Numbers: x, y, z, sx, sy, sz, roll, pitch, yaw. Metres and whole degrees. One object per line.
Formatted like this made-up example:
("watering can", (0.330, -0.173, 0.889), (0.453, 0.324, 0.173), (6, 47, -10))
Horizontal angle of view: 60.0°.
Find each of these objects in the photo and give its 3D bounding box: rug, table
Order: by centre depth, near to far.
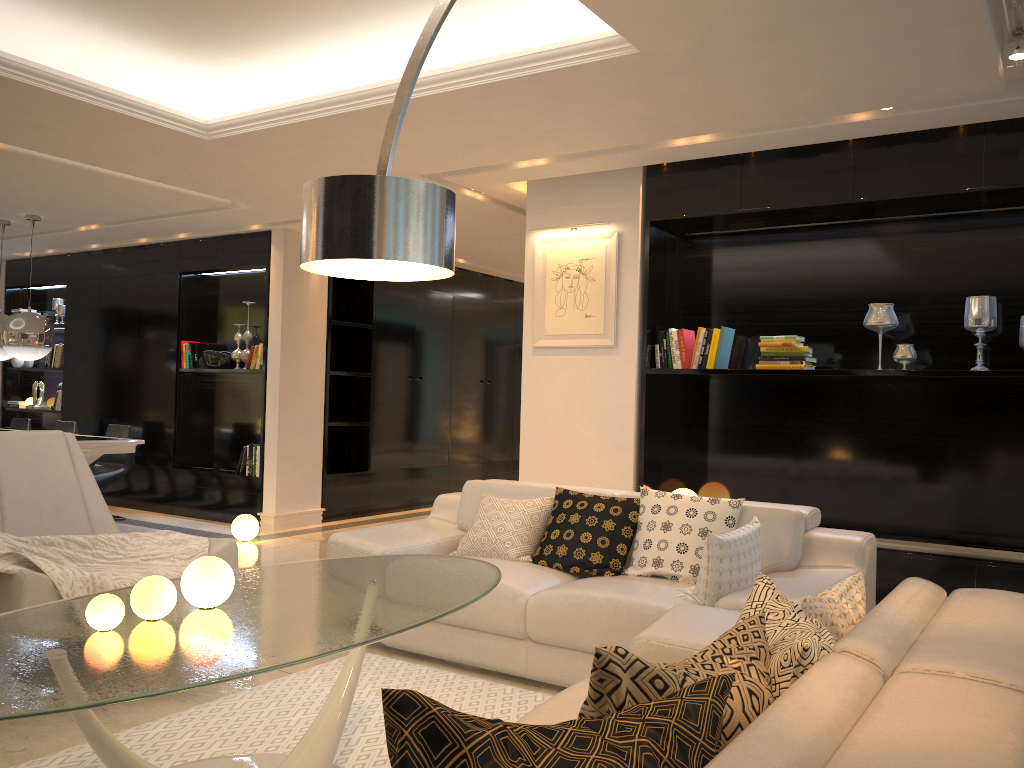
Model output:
("rug", (-0.787, 1.211, 2.485), (1.661, 0.020, 2.900), (1, -1, 32))
("table", (-0.757, 0.916, 2.506), (0.999, 0.565, 2.140), (1, -1, 32))
("table", (-4.712, 0.814, 7.766), (3.031, 0.759, 1.293), (1, -1, 33))

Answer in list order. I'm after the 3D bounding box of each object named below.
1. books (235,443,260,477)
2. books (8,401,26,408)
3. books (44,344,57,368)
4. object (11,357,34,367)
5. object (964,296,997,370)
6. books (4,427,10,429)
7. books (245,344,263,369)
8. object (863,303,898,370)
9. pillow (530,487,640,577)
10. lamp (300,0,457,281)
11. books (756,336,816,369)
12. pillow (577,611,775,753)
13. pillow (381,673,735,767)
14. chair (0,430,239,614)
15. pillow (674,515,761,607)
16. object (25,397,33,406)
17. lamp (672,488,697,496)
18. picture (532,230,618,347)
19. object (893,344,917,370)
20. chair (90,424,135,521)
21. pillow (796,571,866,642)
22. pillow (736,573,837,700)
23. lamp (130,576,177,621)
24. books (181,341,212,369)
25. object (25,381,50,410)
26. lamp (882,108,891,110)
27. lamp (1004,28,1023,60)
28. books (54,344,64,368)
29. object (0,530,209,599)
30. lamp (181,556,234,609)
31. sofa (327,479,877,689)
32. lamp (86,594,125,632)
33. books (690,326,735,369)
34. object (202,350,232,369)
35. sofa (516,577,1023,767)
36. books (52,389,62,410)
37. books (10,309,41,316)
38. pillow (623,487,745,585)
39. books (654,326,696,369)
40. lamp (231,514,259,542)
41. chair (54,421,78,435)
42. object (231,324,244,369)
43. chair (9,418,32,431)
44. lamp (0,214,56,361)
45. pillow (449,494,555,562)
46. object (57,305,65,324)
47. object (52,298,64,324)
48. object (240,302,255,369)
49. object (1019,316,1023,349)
("books", (-2.303, 0.674, 7.991), (0.345, 0.296, 0.222), (1, -1, 33))
("books", (-5.593, 0.238, 10.134), (0.266, 0.073, 0.209), (1, -1, 36))
("books", (-5.015, -0.303, 9.795), (0.245, 0.256, 0.207), (1, -1, 32))
("object", (-5.589, -0.382, 10.119), (0.180, 0.395, 0.210), (1, -1, 36))
("object", (2.542, -0.257, 4.814), (0.156, 0.426, 0.156), (1, -1, 38))
("books", (-5.662, 0.630, 10.162), (0.236, 0.270, 0.210), (1, -1, 32))
("books", (-2.245, -0.246, 8.001), (0.290, 0.238, 0.189), (1, -1, 31))
("object", (2.075, -0.258, 4.994), (0.181, 0.381, 0.181), (1, -1, 27))
("pillow", (0.341, 0.692, 4.198), (0.524, 0.355, 0.323), (1, -1, 33))
("lamp", (0.328, -0.025, 1.846), (2.009, 2.519, 0.393), (1, -1, 33))
("books", (1.615, -0.177, 5.219), (0.296, 0.197, 0.260), (1, -1, 35))
("pillow", (0.315, 0.645, 1.616), (0.301, 0.436, 0.575), (1, -1, 39))
("pillow", (0.077, 0.633, 1.291), (0.575, 0.436, 0.301), (2, -1, -26))
("chair", (-1.868, 0.711, 3.783), (0.983, 0.991, 1.027), (1, -1, 32))
("pillow", (0.855, 0.710, 3.615), (0.281, 0.325, 0.521), (1, -1, 42))
("object", (-5.423, 0.215, 10.005), (0.125, 0.125, 0.125), (2, -1, -18))
("lamp", (1.085, 0.768, 5.610), (0.212, 0.214, 0.213), (2, -1, -18))
("picture", (0.402, -0.602, 5.707), (0.610, 0.729, 0.027), (1, -1, 33))
("object", (2.176, -0.142, 4.912), (0.119, 0.154, 0.119), (1, -1, 42))
("chair", (-3.724, 0.795, 7.917), (0.523, 0.858, 0.496), (1, -1, 33))
("pillow", (0.739, 0.673, 2.195), (0.222, 0.380, 0.463), (1, -1, 37))
("pillow", (0.549, 0.660, 1.845), (0.288, 0.429, 0.587), (1, -1, 8))
("lamp", (-0.952, 0.568, 2.358), (0.115, 0.115, 0.115), (2, -1, -32))
("books", (-3.020, -0.274, 8.499), (0.236, 0.270, 0.210), (1, -1, 32))
("object", (-5.290, 0.127, 9.900), (0.177, 0.311, 0.177), (1, -1, 33))
("lamp", (1.813, -1.396, 4.295), (0.107, 0.127, 0.107), (1, -1, 14))
("lamp", (2.101, -1.411, 3.674), (0.107, 0.127, 0.107), (1, -1, 14))
("books", (-4.838, -0.303, 9.682), (0.252, 0.261, 0.212), (1, -1, 33))
("object", (-1.939, 0.903, 3.577), (1.347, 0.580, 0.972), (2, -1, -20))
("lamp", (-0.859, 0.559, 2.504), (0.143, 0.143, 0.143), (1, -1, 17))
("sofa", (0.362, 0.897, 4.122), (2.328, 0.754, 1.145), (1, -1, 33))
("lamp", (-1.027, 0.577, 2.241), (0.090, 0.091, 0.090), (2, -1, -7))
("books", (1.230, -0.214, 5.439), (0.210, 0.261, 0.212), (1, -1, 33))
("object", (-2.769, -0.221, 8.316), (0.375, 0.177, 0.193), (1, -1, 34))
("sofa", (0.399, 0.860, 1.773), (1.145, 0.754, 2.328), (1, -1, 33))
("books", (-4.862, 0.173, 9.679), (0.284, 0.232, 0.182), (1, -1, 36))
("books", (-5.577, -0.753, 10.149), (0.302, 0.188, 0.259), (1, -1, 39))
("pillow", (0.750, 0.685, 3.987), (0.526, 0.399, 0.255), (1, -1, 33))
("books", (1.033, -0.221, 5.561), (0.240, 0.270, 0.208), (1, -1, 33))
("lamp", (-2.132, 1.147, 7.086), (0.212, 0.214, 0.213), (2, -1, -18))
("chair", (-4.438, 0.783, 8.376), (0.523, 0.858, 0.496), (1, -1, 33))
("object", (-2.528, -0.342, 8.196), (0.121, 0.416, 0.121), (1, -1, 28))
("chair", (-5.117, 0.771, 8.811), (0.523, 0.858, 0.496), (1, -1, 33))
("lamp", (-4.657, -0.817, 7.855), (1.827, 1.226, 0.408), (1, -1, 33))
("pillow", (-0.051, 0.720, 4.436), (0.521, 0.329, 0.351), (1, -1, 33))
("object", (-4.972, -0.758, 9.812), (0.104, 0.224, 0.104), (1, -1, 35))
("object", (-5.062, -0.798, 9.879), (0.111, 0.301, 0.111), (1, -1, 28))
("object", (-2.412, -0.438, 8.094), (0.121, 0.612, 0.121), (1, -1, 28))
("object", (2.755, -0.199, 4.668), (0.147, 0.317, 0.147), (1, -1, 35))
